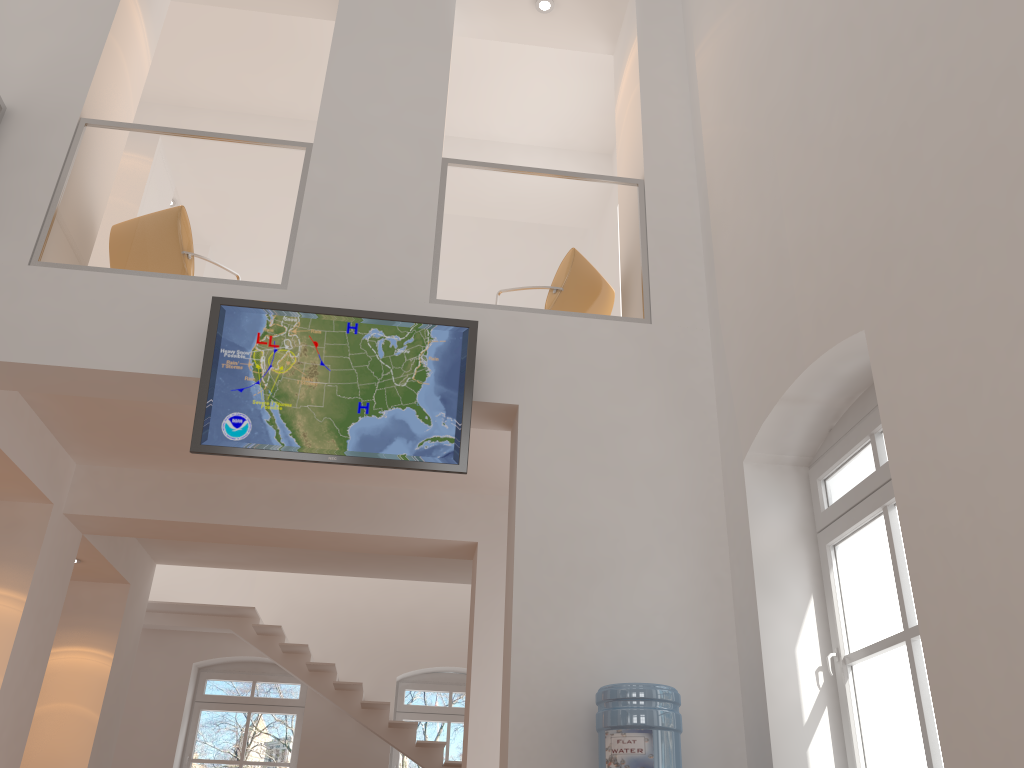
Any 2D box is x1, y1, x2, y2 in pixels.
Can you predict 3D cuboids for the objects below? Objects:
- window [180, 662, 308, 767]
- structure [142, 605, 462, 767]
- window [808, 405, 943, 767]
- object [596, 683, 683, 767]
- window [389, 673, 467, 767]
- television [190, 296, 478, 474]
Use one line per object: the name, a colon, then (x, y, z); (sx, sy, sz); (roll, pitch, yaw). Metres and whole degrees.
window: (-3.026, 4.042, 10.027); (1.308, 1.737, 0.142); (5, -28, -5)
structure: (-1.776, 3.478, 8.139); (4.630, 3.042, 3.450); (5, -28, -5)
window: (1.573, 0.845, 3.585); (0.142, 1.627, 1.302); (5, -28, -5)
object: (0.539, 2.023, 3.618); (0.436, 1.490, 0.436); (12, -30, -18)
window: (-0.751, 4.238, 10.246); (1.308, 1.737, 0.142); (5, -28, -5)
television: (-0.896, 0.007, 4.601); (1.388, 0.803, 0.266); (5, -28, -5)
